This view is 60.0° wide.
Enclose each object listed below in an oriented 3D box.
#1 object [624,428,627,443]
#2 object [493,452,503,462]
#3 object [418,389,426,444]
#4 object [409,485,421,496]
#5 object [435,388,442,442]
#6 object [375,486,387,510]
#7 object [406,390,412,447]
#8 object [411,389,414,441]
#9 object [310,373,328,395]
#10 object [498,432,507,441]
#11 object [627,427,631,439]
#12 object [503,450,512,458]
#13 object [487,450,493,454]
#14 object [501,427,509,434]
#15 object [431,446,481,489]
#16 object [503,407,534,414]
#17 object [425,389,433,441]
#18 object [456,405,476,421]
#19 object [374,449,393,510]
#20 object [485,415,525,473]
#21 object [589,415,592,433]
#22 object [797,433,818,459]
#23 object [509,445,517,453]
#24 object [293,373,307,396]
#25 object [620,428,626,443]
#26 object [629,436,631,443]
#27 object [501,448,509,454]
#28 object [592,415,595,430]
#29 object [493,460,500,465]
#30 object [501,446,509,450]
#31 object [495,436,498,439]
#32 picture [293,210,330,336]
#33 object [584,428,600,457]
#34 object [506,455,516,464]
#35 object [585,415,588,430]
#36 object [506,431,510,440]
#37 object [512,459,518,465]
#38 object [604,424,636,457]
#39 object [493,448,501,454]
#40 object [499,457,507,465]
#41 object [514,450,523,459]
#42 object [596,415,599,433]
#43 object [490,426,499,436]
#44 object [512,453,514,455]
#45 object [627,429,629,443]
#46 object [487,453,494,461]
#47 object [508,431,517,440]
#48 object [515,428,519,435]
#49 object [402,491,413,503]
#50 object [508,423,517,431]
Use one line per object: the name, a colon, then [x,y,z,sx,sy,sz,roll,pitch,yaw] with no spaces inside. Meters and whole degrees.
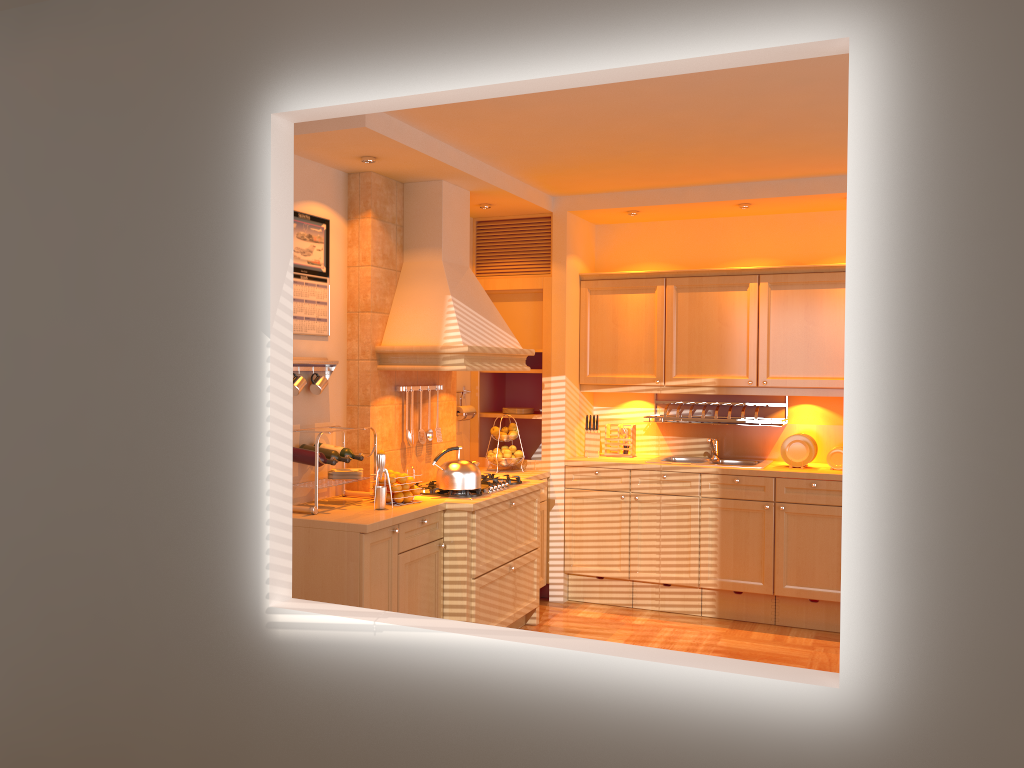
object: [0.785,0.401,6.114,0.020,0.196,0.017,0,1,-41]
object: [-0.090,0.476,5.802,0.063,0.063,0.063,1,1,35]
object: [-0.520,0.189,5.137,0.017,0.320,0.090,1,1,24]
object: [-0.495,0.543,4.518,0.052,0.054,0.061,0,1,-39]
object: [-0.438,0.188,5.320,0.020,0.323,0.061,1,1,24]
object: [-0.634,0.550,4.285,0.060,0.106,0.060,0,1,-8]
object: [-0.579,0.193,4.988,0.028,0.323,0.055,1,1,24]
object: [-0.566,0.190,5.046,0.006,0.319,0.028,1,1,24]
object: [-0.969,0.000,4.454,0.066,0.111,0.103,1,1,17]
object: [-0.060,0.346,5.853,0.064,0.058,0.063,0,1,-10]
object: [0.798,0.398,6.151,0.042,0.192,0.040,0,1,-17]
object: [-0.029,0.459,5.781,0.056,0.063,0.065,0,1,0]
object: [-0.141,0.467,5.943,0.044,0.047,0.046,2,1,44]
object: [-0.045,0.310,5.895,0.050,0.051,0.051,0,1,-42]
object: [-0.286,0.442,4.762,0.242,0.215,0.251,1,1,11]
object: [0.045,0.188,6.182,0.222,0.039,0.222,1,1,41]
object: [-0.498,0.182,5.231,0.037,0.309,0.077,1,1,23]
object: [-0.320,0.192,5.898,0.096,0.094,0.186,1,1,24]
object: [-0.639,0.460,4.270,0.101,0.288,0.088,1,1,24]
object: [-0.045,0.391,5.886,0.265,0.376,0.265,0,1,-17]
object: [0.534,0.343,6.062,0.019,0.265,0.038,1,1,7]
object: [1.838,0.413,5.640,0.205,0.200,0.049,1,1,25]
object: [0.005,0.430,5.848,0.050,0.052,0.049,1,1,31]
object: [-1.041,0.002,4.291,0.066,0.111,0.103,1,1,17]
object: [0.769,0.398,6.112,0.042,0.192,0.040,0,1,-16]
object: [0.812,0.411,6.127,0.044,0.178,0.019,0,1,0]
object: [-0.039,0.450,5.836,0.063,0.061,0.063,0,1,-3]
object: [0.558,0.343,6.063,0.019,0.265,0.038,1,1,7]
object: [-0.100,0.513,5.875,0.046,0.043,0.047,0,1,-16]
object: [-0.046,0.430,5.888,0.051,0.048,0.050,0,1,-33]
object: [-0.085,0.344,5.906,0.057,0.056,0.051,0,1,-17]
picture: [-1.034,-0.549,4.418,0.009,0.605,0.417,1,1,24]
object: [0.549,0.400,6.078,0.100,0.200,0.070,0,1,-3]
object: [-0.005,0.497,5.818,0.064,0.062,0.064,1,1,11]
object: [0.512,0.343,6.060,0.019,0.265,0.037,0,1,-12]
object: [-0.027,0.344,5.923,0.058,0.059,0.058,0,1,-35]
object: [0.011,0.506,5.883,0.063,0.061,0.064,1,1,2]
object: [0.753,0.391,6.161,0.200,0.221,0.103,1,1,24]
object: [-0.097,0.450,5.857,0.055,0.058,0.056,0,1,-31]
object: [-0.060,0.510,5.841,0.052,0.056,0.057,0,1,-14]
object: [0.043,0.464,5.842,0.064,0.060,0.063,1,1,39]
object: [0.582,0.343,6.064,0.019,0.265,0.037,1,1,7]
object: [-0.109,0.313,5.864,0.063,0.064,0.061,1,1,33]
object: [-0.006,0.459,5.911,0.057,0.059,0.058,0,1,-13]
object: [0.796,0.401,6.115,0.022,0.196,0.018,1,1,28]
object: [-0.136,0.481,5.850,0.056,0.057,0.053,1,1,1]
object: [0.004,0.339,5.868,0.063,0.063,0.064,1,1,40]
object: [0.019,0.315,5.919,0.058,0.060,0.057,-1,1,-45]
object: [-0.537,0.570,4.481,0.074,0.063,0.064,1,1,4]
object: [0.003,0.287,5.879,0.055,0.059,0.058,0,1,-20]
